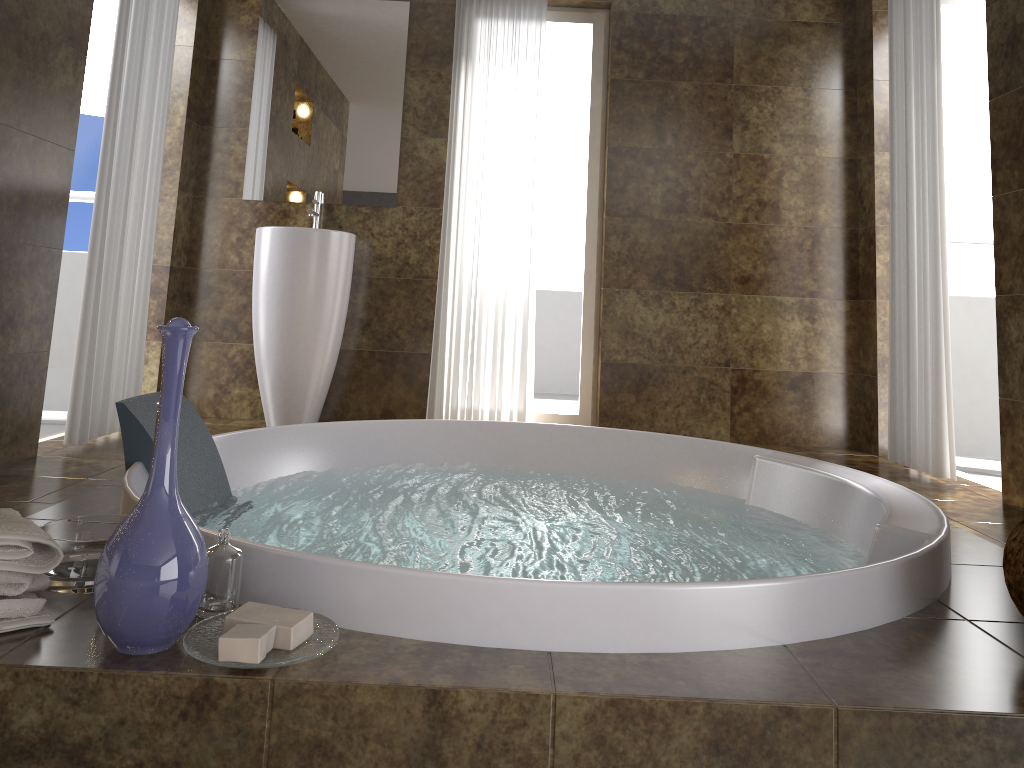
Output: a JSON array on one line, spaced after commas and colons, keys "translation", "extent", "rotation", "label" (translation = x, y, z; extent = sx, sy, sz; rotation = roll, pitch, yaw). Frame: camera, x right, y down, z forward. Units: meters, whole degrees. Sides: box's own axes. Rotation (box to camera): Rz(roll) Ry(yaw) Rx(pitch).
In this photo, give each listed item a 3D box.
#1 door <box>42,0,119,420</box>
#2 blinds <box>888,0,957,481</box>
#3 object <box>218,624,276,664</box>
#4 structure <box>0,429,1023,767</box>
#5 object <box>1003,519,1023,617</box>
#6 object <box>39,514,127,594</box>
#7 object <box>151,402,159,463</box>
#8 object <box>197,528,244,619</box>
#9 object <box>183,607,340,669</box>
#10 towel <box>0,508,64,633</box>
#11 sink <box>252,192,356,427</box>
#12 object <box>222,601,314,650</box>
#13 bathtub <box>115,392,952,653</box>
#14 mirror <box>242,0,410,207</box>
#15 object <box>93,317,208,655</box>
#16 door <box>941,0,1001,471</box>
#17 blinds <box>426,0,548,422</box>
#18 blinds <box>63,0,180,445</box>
[{"translation": [-2.256, -0.963, 4.022], "extent": [0.959, 2.264, 0.039], "rotation": [4, -8, -10], "label": "door"}, {"translation": [1.703, -0.791, 3.666], "extent": [0.069, 2.314, 0.472], "rotation": [3, -8, -1], "label": "blinds"}, {"translation": [-0.321, 0.315, 1.050], "extent": [0.053, 0.035, 0.072], "rotation": [3, 2, 0], "label": "object"}, {"translation": [0.039, 0.348, 2.003], "extent": [2.004, 0.126, 1.988], "rotation": [3, 5, 0], "label": "structure"}, {"translation": [0.841, 0.247, 1.251], "extent": [0.228, 0.279, 0.228], "rotation": [4, -4, -28], "label": "object"}, {"translation": [-0.658, 0.264, 1.361], "extent": [0.169, 0.076, 0.169], "rotation": [2, 2, -19], "label": "object"}, {"translation": [-0.517, 0.163, 1.259], "extent": [0.130, 0.313, 0.127], "rotation": [2, -6, 7], "label": "object"}, {"translation": [-0.415, 0.266, 1.234], "extent": [0.057, 0.117, 0.057], "rotation": [7, -7, -38], "label": "object"}, {"translation": [-0.319, 0.330, 1.107], "extent": [0.189, 0.019, 0.189], "rotation": [2, 5, -12], "label": "object"}, {"translation": [-0.811, 0.257, 1.157], "extent": [0.339, 0.152, 0.318], "rotation": [5, 3, 44], "label": "towel"}, {"translation": [-0.988, -0.370, 4.029], "extent": [0.459, 1.155, 0.426], "rotation": [2, -7, 2], "label": "sink"}, {"translation": [-0.315, 0.313, 1.120], "extent": [0.101, 0.033, 0.060], "rotation": [4, 2, 15], "label": "object"}, {"translation": [0.038, 0.340, 2.003], "extent": [1.754, 0.530, 1.731], "rotation": [5, 4, 31], "label": "bathtub"}, {"translation": [-0.939, -1.453, 4.405], "extent": [0.768, 1.110, 0.008], "rotation": [3, -8, 0], "label": "mirror"}, {"translation": [-0.457, 0.121, 1.131], "extent": [0.136, 0.427, 0.132], "rotation": [2, -7, 7], "label": "object"}, {"translation": [2.314, -0.724, 3.845], "extent": [0.959, 2.264, 0.039], "rotation": [-1, -9, 33], "label": "door"}, {"translation": [-0.101, -0.937, 4.306], "extent": [0.519, 2.302, 0.065], "rotation": [3, -8, 0], "label": "blinds"}, {"translation": [-1.544, -0.942, 3.560], "extent": [0.068, 2.314, 0.585], "rotation": [3, -7, -1], "label": "blinds"}]
